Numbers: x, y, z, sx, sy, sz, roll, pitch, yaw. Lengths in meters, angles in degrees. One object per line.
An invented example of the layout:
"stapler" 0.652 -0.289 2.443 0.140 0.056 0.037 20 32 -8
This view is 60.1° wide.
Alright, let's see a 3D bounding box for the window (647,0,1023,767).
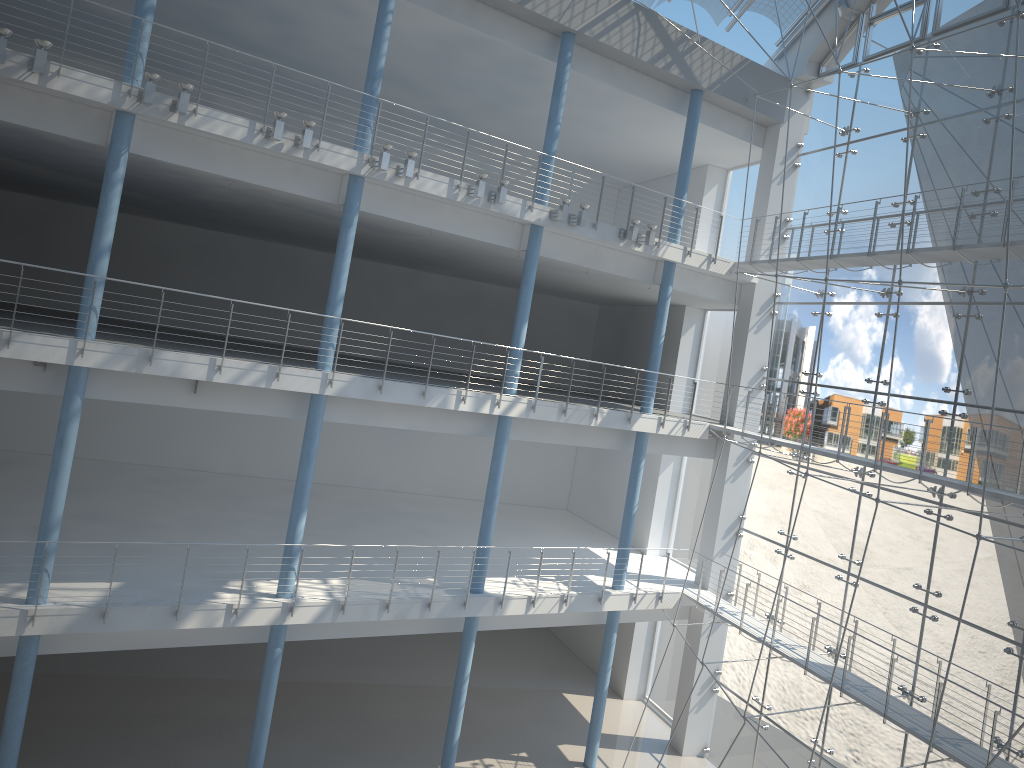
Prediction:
"window" 1.339 -0.056 1.429 0.010 2.777 3.860 10 0 -20
